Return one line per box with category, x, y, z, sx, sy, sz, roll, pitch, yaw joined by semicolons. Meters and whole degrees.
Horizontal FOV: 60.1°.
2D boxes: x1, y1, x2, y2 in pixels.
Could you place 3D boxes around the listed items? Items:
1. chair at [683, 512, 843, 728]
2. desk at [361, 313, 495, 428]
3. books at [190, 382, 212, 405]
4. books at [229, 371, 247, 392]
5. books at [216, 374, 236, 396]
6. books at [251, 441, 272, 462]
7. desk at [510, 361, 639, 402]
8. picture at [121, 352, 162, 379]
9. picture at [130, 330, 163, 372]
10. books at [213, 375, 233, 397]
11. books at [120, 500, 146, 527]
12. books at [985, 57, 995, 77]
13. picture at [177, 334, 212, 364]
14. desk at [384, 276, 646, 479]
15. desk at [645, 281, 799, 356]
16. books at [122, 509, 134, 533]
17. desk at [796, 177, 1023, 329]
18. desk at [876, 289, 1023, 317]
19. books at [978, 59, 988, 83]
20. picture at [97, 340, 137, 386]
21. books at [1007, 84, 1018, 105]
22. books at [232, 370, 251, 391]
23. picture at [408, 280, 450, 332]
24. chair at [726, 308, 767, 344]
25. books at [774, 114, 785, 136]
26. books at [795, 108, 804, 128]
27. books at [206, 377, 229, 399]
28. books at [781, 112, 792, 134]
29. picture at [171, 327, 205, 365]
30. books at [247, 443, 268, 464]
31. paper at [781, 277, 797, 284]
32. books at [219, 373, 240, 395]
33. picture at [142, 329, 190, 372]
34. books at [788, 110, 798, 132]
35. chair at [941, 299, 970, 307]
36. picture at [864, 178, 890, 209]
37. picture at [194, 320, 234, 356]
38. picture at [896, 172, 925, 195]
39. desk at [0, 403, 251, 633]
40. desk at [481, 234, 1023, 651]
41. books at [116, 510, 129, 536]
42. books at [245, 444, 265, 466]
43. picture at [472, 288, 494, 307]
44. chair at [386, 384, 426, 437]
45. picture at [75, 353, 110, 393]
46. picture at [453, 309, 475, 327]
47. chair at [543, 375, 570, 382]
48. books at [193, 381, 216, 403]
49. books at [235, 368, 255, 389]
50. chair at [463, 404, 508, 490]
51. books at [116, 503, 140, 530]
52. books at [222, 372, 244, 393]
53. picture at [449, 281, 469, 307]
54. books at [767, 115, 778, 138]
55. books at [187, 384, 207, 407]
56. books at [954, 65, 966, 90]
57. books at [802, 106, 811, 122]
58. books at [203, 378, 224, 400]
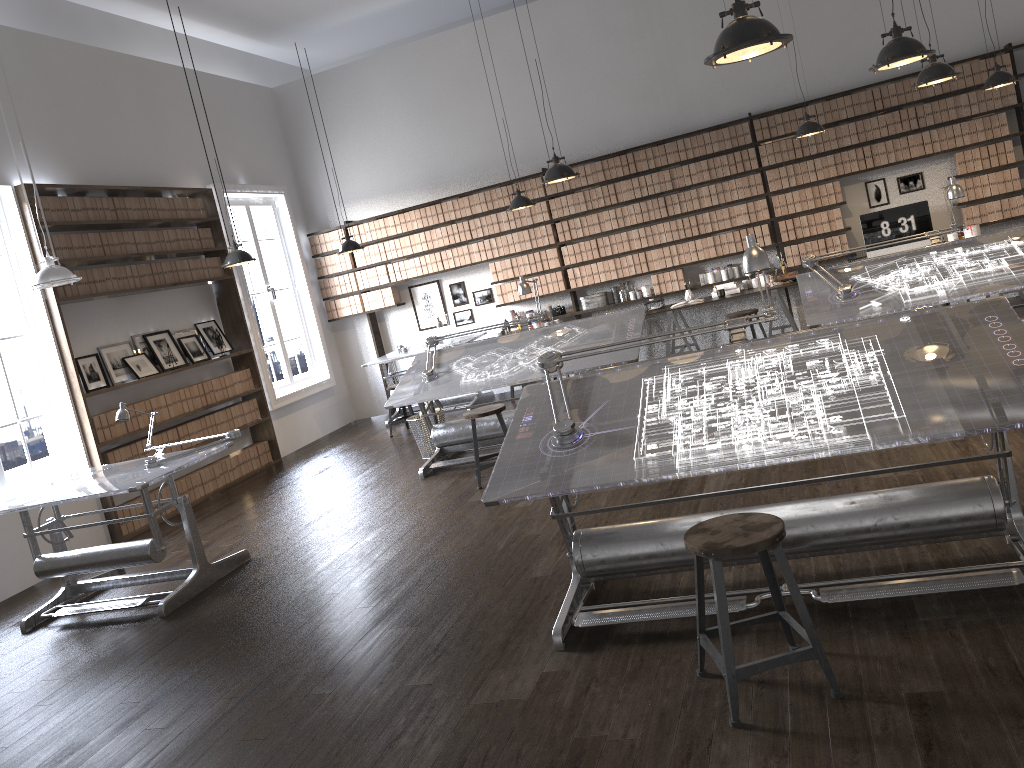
chair;0.752;0.711;2.795;0.358;0.526;0.373;-14;5;-3
desk;-0.933;-0.210;10.423;1.265;1.093;1.079;-11;6;18
books;-3.096;0.108;8.794;0.174;0.225;0.067;-11;5;18
books;-2.924;-0.011;9.385;0.174;0.225;0.067;-11;5;18
books;-2.980;0.028;9.195;0.174;0.224;0.067;-11;5;18
books;-2.704;0.742;9.567;0.174;0.224;0.067;-11;5;18
desk;0.648;-0.294;9.965;1.663;0.667;0.661;-11;6;18
picture;-3.388;-0.165;8.106;0.144;0.228;0.302;-11;7;18
picture;-3.402;-0.293;8.390;0.091;0.404;0.372;-12;6;18
books;-2.995;0.040;9.131;0.174;0.225;0.067;-11;5;18
books;-3.279;1.132;7.646;0.174;0.224;0.067;-11;5;18
books;4.705;-3.085;8.720;0.066;0.225;0.176;-12;6;18
picture;-3.192;-0.351;8.904;0.126;0.289;0.292;-12;6;18
desk;-0.018;-0.149;7.238;2.273;1.381;1.085;-11;6;18
desk;2.291;-0.606;9.421;1.663;0.667;0.661;-11;6;18
books;-3.321;1.160;7.511;0.174;0.225;0.067;-11;5;18
desk;3.104;-0.743;6.204;2.062;1.381;1.085;-11;6;18
desk;4.285;-0.986;8.760;1.663;0.667;0.661;-11;6;18
books;4.635;-3.072;8.742;0.066;0.224;0.176;-12;6;18
picture;-3.516;-0.192;7.983;0.083;0.364;0.419;-12;6;18
books;4.890;-2.840;8.699;0.066;0.224;0.176;-12;6;19
books;-2.906;-0.024;9.451;0.174;0.225;0.067;-11;5;18
picture;-1.026;-0.966;10.940;0.414;0.572;0.040;-11;5;18
chair;2.333;-0.456;8.779;0.372;0.526;0.359;-14;5;-8
books;2.824;-2.727;9.340;0.066;0.225;0.176;-12;6;19
books;3.018;-2.764;9.274;0.066;0.225;0.176;-12;6;19
books;-3.019;0.054;9.069;0.174;0.225;0.067;-11;5;18
books;2.891;-2.741;9.322;0.066;0.225;0.176;-12;6;18
picture;-3.241;-0.374;8.902;0.095;0.359;0.437;-12;6;18
books;-2.728;0.757;9.496;0.174;0.224;0.067;-11;5;18
paper;2.842;-1.062;9.137;0.154;0.038;0.139;-8;9;33
books;-2.961;0.015;9.255;0.174;0.224;0.067;-11;5;18
picture;-3.316;-0.320;8.493;0.148;0.390;0.376;-12;6;18
books;2.957;-2.753;9.300;0.066;0.225;0.176;-12;6;18
chair;4.028;-0.782;8.246;0.359;0.526;0.372;-15;6;-13
picture;3.843;-2.008;9.321;0.201;0.283;0.022;-11;5;17
picture;-3.113;-0.488;9.256;0.160;0.363;0.346;-12;6;18
picture;4.149;-2.087;9.215;0.250;0.183;0.023;-11;5;18
desk;-2.438;0.733;5.635;1.265;1.184;1.180;-11;6;18
desk;0.977;0.104;3.588;2.062;1.381;1.085;-11;6;18
books;-3.343;1.174;7.445;0.174;0.225;0.067;-11;5;18
books;-2.744;0.770;9.424;0.174;0.225;0.067;-11;5;18
picture;-0.347;-1.052;10.731;0.250;0.183;0.023;-11;5;18
chair;-1.124;0.260;9.485;0.370;0.526;0.361;-10;6;27
picture;-3.629;-0.096;7.655;0.058;0.314;0.269;-12;6;18
picture;-0.591;-0.812;10.842;0.250;0.183;0.023;-11;5;18
chair;0.515;-0.120;9.454;0.370;0.526;0.361;-10;6;27
books;-3.080;0.095;8.867;0.174;0.225;0.067;-11;5;18
books;-2.881;-0.038;9.511;0.174;0.225;0.067;-11;5;18
chair;-0.140;0.438;6.416;0.358;0.526;0.373;-14;5;-3
books;-3.298;1.146;7.576;0.174;0.225;0.067;-11;5;18
books;-2.940;0.002;9.317;0.174;0.225;0.067;-11;5;18
picture;-0.648;-1.097;10.817;0.201;0.283;0.022;-11;5;17
books;2.759;-2.716;9.366;0.066;0.225;0.176;-12;6;19
books;-3.123;0.124;8.726;0.174;0.224;0.067;-11;5;18
books;4.441;-3.035;8.805;0.066;0.225;0.176;-12;6;18
books;3.081;-2.777;9.257;0.066;0.224;0.176;-12;6;18
books;-3.039;0.067;9.001;0.174;0.225;0.067;-11;5;18
